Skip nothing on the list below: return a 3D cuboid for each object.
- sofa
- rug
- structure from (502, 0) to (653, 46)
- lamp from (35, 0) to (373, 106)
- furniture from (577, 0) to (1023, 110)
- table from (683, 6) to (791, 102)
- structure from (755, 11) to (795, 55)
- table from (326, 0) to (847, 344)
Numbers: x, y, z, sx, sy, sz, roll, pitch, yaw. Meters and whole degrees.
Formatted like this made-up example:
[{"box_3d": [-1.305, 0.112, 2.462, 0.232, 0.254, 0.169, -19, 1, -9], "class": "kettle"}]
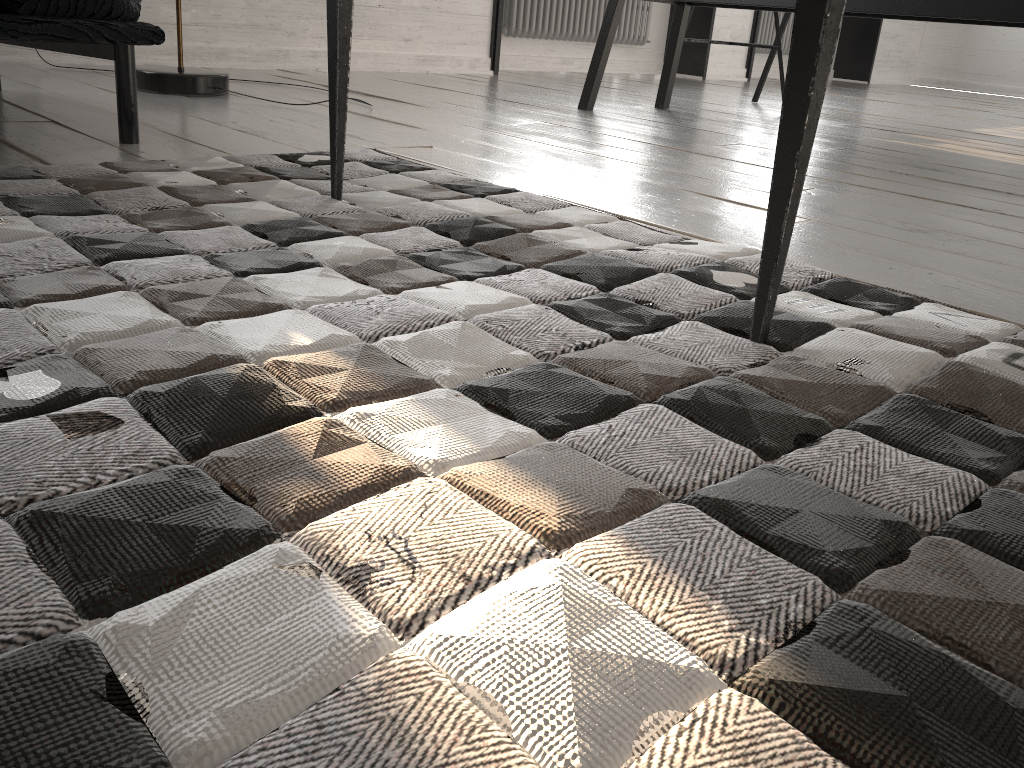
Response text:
[{"box_3d": [-1.726, -0.709, 1.067, 2.361, 0.780, 0.983, -17, 30, -42], "class": "sofa"}, {"box_3d": [-0.578, 0.107, 0.313, 2.548, 0.033, 1.794, -16, 31, -41], "class": "rug"}, {"box_3d": [0.403, -2.149, 4.980, 0.150, 0.419, 1.234, 22, 28, 39], "class": "structure"}, {"box_3d": [-0.913, -1.720, 2.477, 1.263, 1.666, 0.686, 23, 27, 40], "class": "lamp"}, {"box_3d": [0.983, -0.911, 2.532, 0.469, 0.446, 1.693, -15, 30, -41], "class": "furniture"}, {"box_3d": [1.543, -1.244, 3.028, 0.939, 0.767, 2.053, -15, 30, -42], "class": "table"}, {"box_3d": [2.089, -2.658, 6.558, 0.150, 0.419, 1.234, 22, 28, 39], "class": "structure"}, {"box_3d": [-0.505, -0.215, 0.490, 1.468, 0.500, 0.742, -16, 30, -42], "class": "table"}]
